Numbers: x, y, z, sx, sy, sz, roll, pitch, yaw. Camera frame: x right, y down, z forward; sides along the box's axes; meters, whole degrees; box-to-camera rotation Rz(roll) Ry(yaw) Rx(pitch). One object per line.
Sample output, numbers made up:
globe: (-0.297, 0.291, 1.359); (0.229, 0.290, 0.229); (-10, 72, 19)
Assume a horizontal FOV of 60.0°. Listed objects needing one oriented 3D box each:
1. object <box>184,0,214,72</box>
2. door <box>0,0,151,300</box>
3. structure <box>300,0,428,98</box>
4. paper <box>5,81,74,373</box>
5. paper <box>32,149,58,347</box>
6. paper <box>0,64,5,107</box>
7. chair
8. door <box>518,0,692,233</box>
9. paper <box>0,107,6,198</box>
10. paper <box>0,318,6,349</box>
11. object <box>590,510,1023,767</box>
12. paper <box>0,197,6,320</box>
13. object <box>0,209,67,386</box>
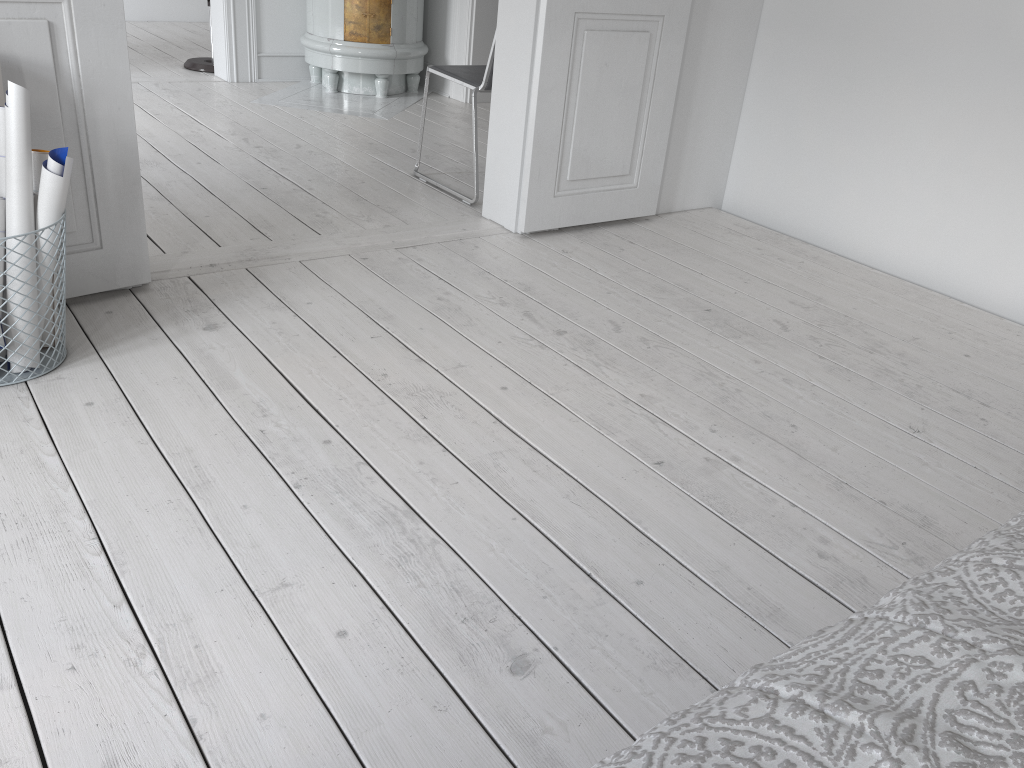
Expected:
object: (-1.872, -2.800, 5.423); (0.374, 1.656, 0.375); (10, 27, 8)
door: (-1.162, -1.231, 1.761); (0.678, 2.323, 0.034); (-21, 37, -41)
structure: (-0.815, -3.097, 5.024); (0.788, 2.739, 0.788); (23, 32, 30)
paper: (-1.183, -0.423, 1.916); (0.431, 0.792, 0.181); (8, 27, 4)
paper: (-1.095, -0.310, 2.072); (0.057, 0.464, 0.123); (17, 29, 21)
paper: (-1.186, -0.423, 2.051); (0.073, 0.668, 0.182); (-2, 28, -15)
chair: (-0.034, -1.218, 3.678); (0.562, 0.796, 0.525); (-14, 33, -34)
door: (0.408, -1.650, 2.882); (0.667, 2.323, 0.034); (-14, 33, -34)
paper: (-1.142, -0.346, 2.028); (0.060, 0.552, 0.153); (9, 27, 6)
paper: (-1.168, -0.289, 1.921); (0.049, 0.402, 0.244); (-12, 32, -32)
object: (0.264, 0.281, 0.494); (1.460, 0.104, 0.405); (-14, 33, -34)
paper: (-1.154, -0.230, 1.987); (0.078, 0.388, 0.234); (2, 27, -7)
object: (-1.188, -0.213, 1.997); (0.375, 0.350, 0.374); (-13, 33, -32)
